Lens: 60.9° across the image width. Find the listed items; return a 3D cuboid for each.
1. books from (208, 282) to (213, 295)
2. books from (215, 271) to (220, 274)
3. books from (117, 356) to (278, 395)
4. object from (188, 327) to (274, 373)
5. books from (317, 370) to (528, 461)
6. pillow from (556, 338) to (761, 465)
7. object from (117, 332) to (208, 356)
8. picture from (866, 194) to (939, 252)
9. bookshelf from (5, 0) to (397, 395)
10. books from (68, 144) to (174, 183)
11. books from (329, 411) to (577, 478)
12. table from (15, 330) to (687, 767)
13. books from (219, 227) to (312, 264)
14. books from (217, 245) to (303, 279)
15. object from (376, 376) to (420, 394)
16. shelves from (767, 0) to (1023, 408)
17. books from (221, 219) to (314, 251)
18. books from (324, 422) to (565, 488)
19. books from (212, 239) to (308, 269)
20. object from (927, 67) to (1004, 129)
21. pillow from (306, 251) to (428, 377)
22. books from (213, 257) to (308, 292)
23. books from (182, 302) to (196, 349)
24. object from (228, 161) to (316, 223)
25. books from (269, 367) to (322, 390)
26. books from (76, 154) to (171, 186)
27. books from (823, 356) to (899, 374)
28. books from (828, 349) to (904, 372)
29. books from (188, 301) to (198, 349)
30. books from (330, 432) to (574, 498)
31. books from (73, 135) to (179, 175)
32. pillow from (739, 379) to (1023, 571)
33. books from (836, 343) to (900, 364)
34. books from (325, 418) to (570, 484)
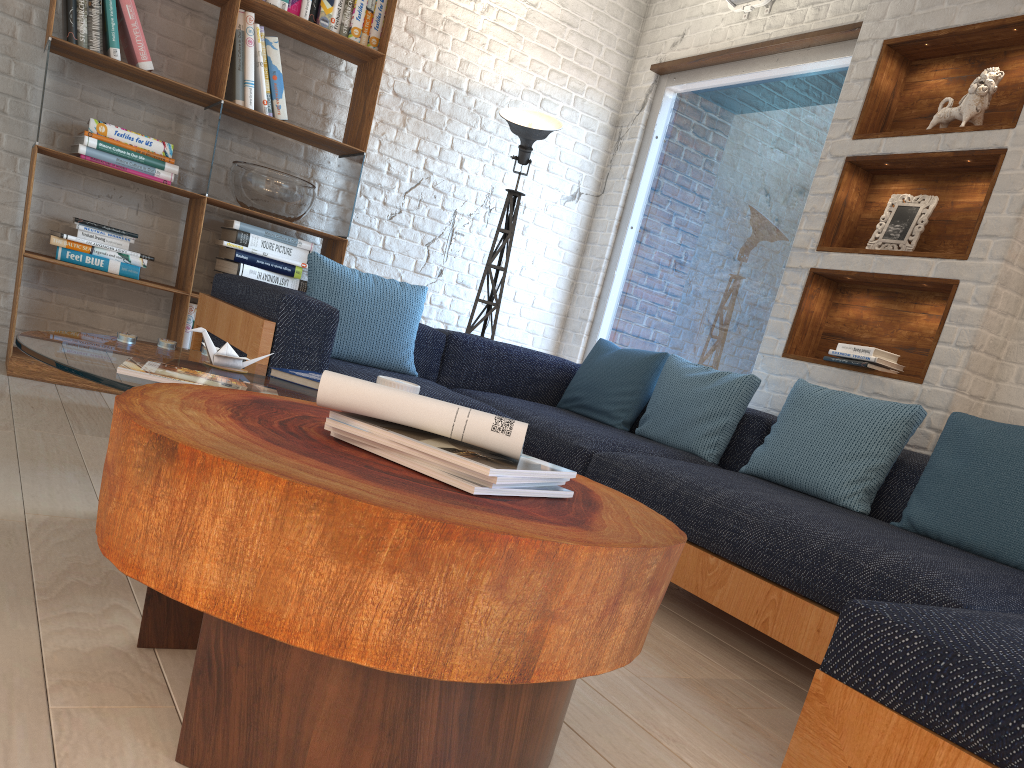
[{"bbox_3d":[-1.238,-0.402,4.217,0.385,0.066,0.235,13,4,-38],"label":"books"},{"bbox_3d":[-1.234,-0.464,4.219,0.367,0.057,0.272,13,4,-30],"label":"books"},{"bbox_3d":[-0.669,-0.006,1.890,0.322,0.011,0.243,14,3,-20],"label":"books"},{"bbox_3d":[-0.740,-0.087,2.295,0.188,0.093,0.188,14,5,-7],"label":"object"},{"bbox_3d":[-0.137,0.069,1.451,0.322,0.112,0.266,15,4,0],"label":"books"},{"bbox_3d":[0.605,0.048,3.857,0.246,0.409,1.064,8,7,-33],"label":"pillow"},{"bbox_3d":[-0.936,-0.109,2.378,0.066,0.028,0.304,18,4,36],"label":"object"},{"bbox_3d":[1.517,-0.616,3.380,0.103,0.251,0.186,5,13,-41],"label":"picture"},{"bbox_3d":[-1.380,-1.008,3.912,1.334,2.263,0.349,8,13,-31],"label":"bookshelf"},{"bbox_3d":[-1.688,-0.952,3.770,0.385,0.037,0.235,13,4,-37],"label":"books"},{"bbox_3d":[-0.091,0.098,1.396,0.310,0.011,0.253,17,3,32],"label":"books"},{"bbox_3d":[-0.496,0.248,1.855,1.092,0.458,1.761,13,4,-27],"label":"table"},{"bbox_3d":[-1.177,-0.660,4.182,0.385,0.066,0.235,13,4,-38],"label":"books"},{"bbox_3d":[-1.203,-0.581,4.161,0.331,0.057,0.245,13,4,-37],"label":"books"},{"bbox_3d":[-0.268,0.046,1.980,0.109,0.111,0.104,12,8,-16],"label":"object"},{"bbox_3d":[1.538,-0.630,3.329,0.194,1.467,0.736,7,13,-32],"label":"shelves"},{"bbox_3d":[-1.166,-0.710,4.165,0.385,0.037,0.235,13,3,-32],"label":"books"},{"bbox_3d":[-0.104,0.116,1.426,0.311,0.011,0.252,16,3,27],"label":"books"},{"bbox_3d":[-1.186,-0.617,4.172,0.451,0.021,0.262,13,3,-32],"label":"books"},{"bbox_3d":[1.661,-1.030,3.197,0.114,0.249,0.207,10,10,-24],"label":"object"},{"bbox_3d":[-0.616,-0.276,3.638,0.563,0.420,0.214,11,11,-33],"label":"pillow"},{"bbox_3d":[-1.201,-0.518,4.199,0.384,0.066,0.236,12,5,-45],"label":"books"},{"bbox_3d":[-1.567,-0.202,4.116,0.037,0.394,0.234,7,12,-32],"label":"books"},{"bbox_3d":[-1.142,-0.890,4.128,0.400,0.207,0.394,16,5,9],"label":"object"},{"bbox_3d":[-0.554,-0.010,2.471,0.160,0.023,0.229,16,3,16],"label":"books"},{"bbox_3d":[-1.690,-0.923,3.786,0.361,0.021,0.262,13,3,-32],"label":"books"},{"bbox_3d":[1.367,-0.071,3.422,0.164,0.017,0.243,14,3,-22],"label":"books"},{"bbox_3d":[1.385,-0.093,3.410,0.173,0.019,0.227,13,3,-30],"label":"books"},{"bbox_3d":[-1.545,-0.197,4.149,0.037,0.394,0.234,7,12,-32],"label":"books"},{"bbox_3d":[-0.096,0.129,1.417,0.309,0.011,0.254,17,3,37],"label":"books"},{"bbox_3d":[-1.666,-0.984,3.762,0.385,0.037,0.235,13,4,-38],"label":"books"},{"bbox_3d":[1.259,0.252,2.748,0.257,0.428,1.165,8,7,-32],"label":"pillow"},{"bbox_3d":[1.390,-0.119,3.411,0.134,0.035,0.198,14,3,-22],"label":"books"},{"bbox_3d":[-0.097,0.107,1.406,0.311,0.011,0.252,16,3,27],"label":"books"}]
